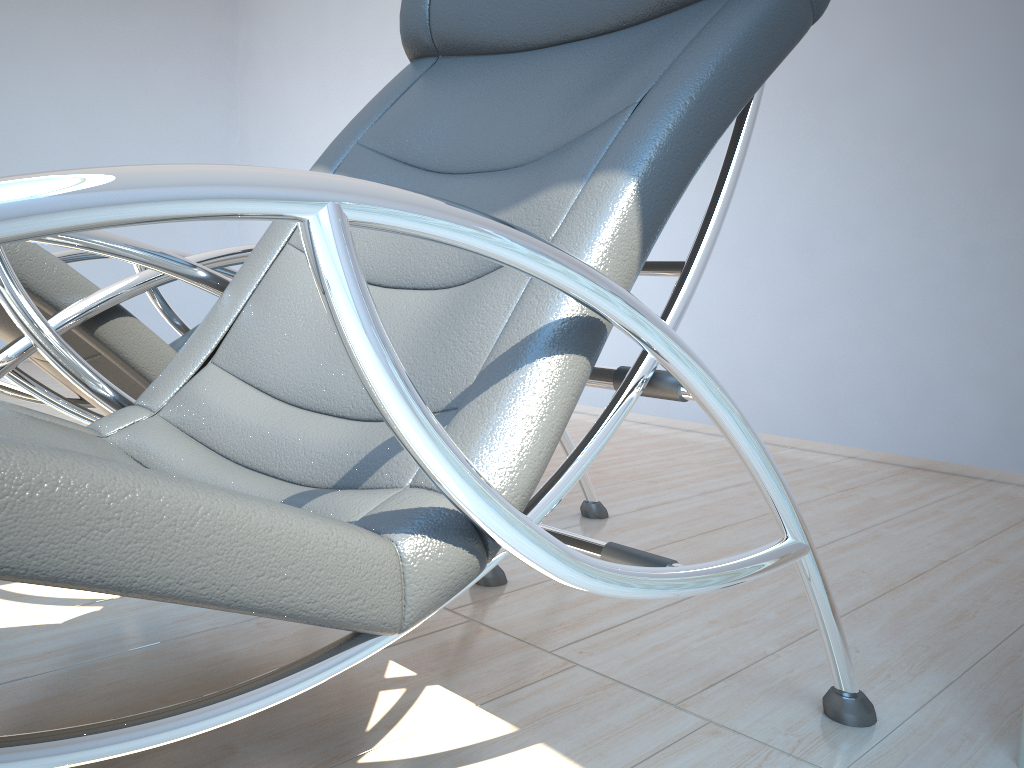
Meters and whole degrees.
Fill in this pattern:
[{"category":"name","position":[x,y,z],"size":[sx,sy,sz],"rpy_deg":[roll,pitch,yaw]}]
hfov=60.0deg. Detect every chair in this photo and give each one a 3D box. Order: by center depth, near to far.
[{"category":"chair","position":[-0.407,-0.132,0.837],"size":[0.836,1.251,1.938],"rpy_deg":[8,9,44]},{"category":"chair","position":[-0.744,-0.108,1.894],"size":[0.836,0.953,2.114],"rpy_deg":[8,9,44]}]

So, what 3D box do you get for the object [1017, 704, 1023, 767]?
[{"category":"object","position":[1.129,0.298,0.892],"size":[0.744,0.518,0.745],"rpy_deg":[1,6,-15]}]
